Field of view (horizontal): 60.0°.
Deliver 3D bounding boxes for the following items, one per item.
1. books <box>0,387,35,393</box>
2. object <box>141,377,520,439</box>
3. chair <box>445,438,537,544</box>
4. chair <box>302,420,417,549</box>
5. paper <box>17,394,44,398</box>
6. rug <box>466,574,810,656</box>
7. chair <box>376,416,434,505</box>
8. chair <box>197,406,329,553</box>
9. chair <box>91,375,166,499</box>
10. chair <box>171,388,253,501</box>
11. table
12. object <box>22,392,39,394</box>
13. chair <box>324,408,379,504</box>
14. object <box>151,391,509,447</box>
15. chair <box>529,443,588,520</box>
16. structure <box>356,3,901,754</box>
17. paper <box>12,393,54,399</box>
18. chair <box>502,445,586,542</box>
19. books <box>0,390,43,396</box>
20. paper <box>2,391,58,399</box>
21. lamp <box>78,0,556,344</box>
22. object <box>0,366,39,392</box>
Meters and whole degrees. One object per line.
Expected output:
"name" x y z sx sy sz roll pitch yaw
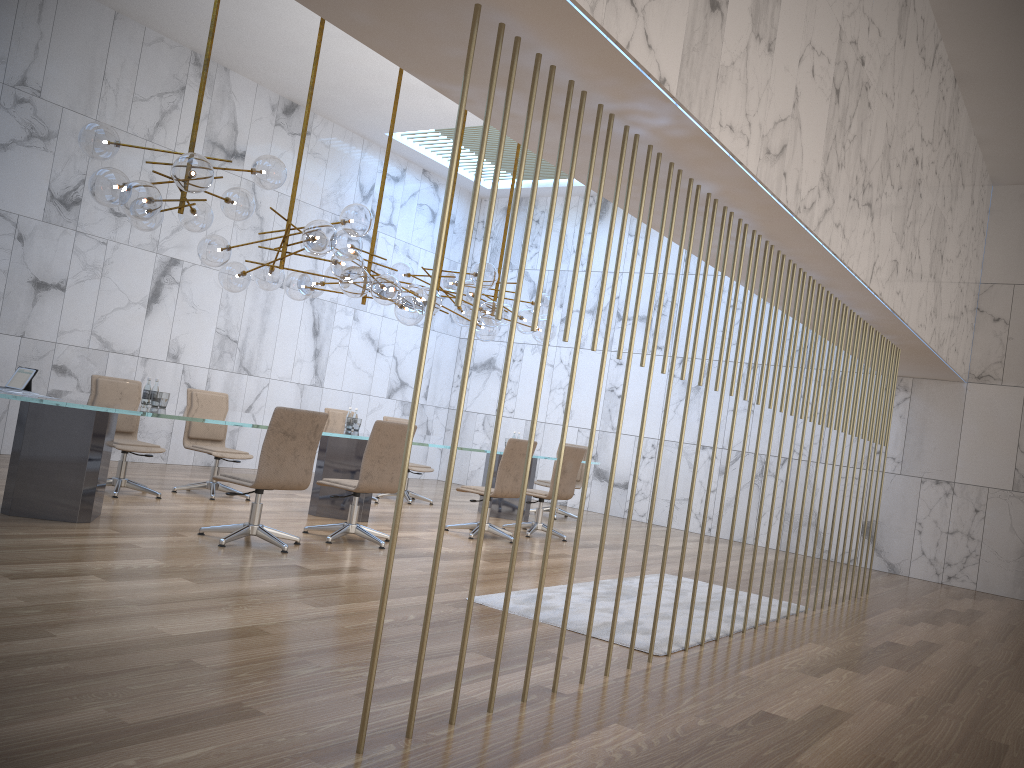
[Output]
"books" -3.174 0.039 5.645 0.126 0.012 0.205 7 -3 31
"object" -1.374 0.377 8.876 0.124 0.213 5.189 7 -3 34
"chair" -0.187 1.003 8.692 0.697 1.000 0.726 7 -3 35
"chair" -1.211 0.771 7.169 0.697 1.000 0.726 7 -3 35
"paper" -3.001 0.070 5.529 0.210 0.001 0.290 7 -3 29
"rug" 1.075 1.572 6.357 1.320 0.034 3.025 7 -3 34
"chair" -1.306 0.947 11.018 0.697 1.000 0.726 7 -3 34
"chair" -1.764 0.645 6.346 0.697 1.000 0.726 7 -3 35
"chair" -3.428 0.465 7.860 0.697 1.000 0.726 7 -3 34
"chair" -2.881 0.589 8.674 0.697 1.000 0.726 7 -3 34
"table" -1.619 0.856 8.577 2.092 0.835 7.924 7 -3 34
"object" -3.018 0.058 5.566 0.011 0.011 0.158 8 -3 9
"chair" -1.859 0.821 10.194 0.697 1.000 0.726 7 -3 34
"object" -1.349 0.428 8.835 0.183 0.117 5.112 7 -3 35
"chair" 0.636 1.289 11.921 0.726 1.000 0.697 7 -3 35
"structure" 1.695 0.412 5.834 0.023 2.456 7.223 7 -3 34
"paper" -3.001 0.070 5.529 0.210 0.001 0.290 7 -3 27
"chair" 0.363 1.128 9.510 0.697 1.000 0.726 7 -3 35
"books" -3.109 0.050 5.581 0.239 0.012 0.205 8 -3 22
"paper" -3.001 0.069 5.529 0.210 0.001 0.290 7 -3 27
"lamp" -1.261 -1.936 8.617 1.557 2.716 5.672 7 -3 34
"object" -3.367 -0.044 5.972 0.255 0.159 0.205 7 -3 34
